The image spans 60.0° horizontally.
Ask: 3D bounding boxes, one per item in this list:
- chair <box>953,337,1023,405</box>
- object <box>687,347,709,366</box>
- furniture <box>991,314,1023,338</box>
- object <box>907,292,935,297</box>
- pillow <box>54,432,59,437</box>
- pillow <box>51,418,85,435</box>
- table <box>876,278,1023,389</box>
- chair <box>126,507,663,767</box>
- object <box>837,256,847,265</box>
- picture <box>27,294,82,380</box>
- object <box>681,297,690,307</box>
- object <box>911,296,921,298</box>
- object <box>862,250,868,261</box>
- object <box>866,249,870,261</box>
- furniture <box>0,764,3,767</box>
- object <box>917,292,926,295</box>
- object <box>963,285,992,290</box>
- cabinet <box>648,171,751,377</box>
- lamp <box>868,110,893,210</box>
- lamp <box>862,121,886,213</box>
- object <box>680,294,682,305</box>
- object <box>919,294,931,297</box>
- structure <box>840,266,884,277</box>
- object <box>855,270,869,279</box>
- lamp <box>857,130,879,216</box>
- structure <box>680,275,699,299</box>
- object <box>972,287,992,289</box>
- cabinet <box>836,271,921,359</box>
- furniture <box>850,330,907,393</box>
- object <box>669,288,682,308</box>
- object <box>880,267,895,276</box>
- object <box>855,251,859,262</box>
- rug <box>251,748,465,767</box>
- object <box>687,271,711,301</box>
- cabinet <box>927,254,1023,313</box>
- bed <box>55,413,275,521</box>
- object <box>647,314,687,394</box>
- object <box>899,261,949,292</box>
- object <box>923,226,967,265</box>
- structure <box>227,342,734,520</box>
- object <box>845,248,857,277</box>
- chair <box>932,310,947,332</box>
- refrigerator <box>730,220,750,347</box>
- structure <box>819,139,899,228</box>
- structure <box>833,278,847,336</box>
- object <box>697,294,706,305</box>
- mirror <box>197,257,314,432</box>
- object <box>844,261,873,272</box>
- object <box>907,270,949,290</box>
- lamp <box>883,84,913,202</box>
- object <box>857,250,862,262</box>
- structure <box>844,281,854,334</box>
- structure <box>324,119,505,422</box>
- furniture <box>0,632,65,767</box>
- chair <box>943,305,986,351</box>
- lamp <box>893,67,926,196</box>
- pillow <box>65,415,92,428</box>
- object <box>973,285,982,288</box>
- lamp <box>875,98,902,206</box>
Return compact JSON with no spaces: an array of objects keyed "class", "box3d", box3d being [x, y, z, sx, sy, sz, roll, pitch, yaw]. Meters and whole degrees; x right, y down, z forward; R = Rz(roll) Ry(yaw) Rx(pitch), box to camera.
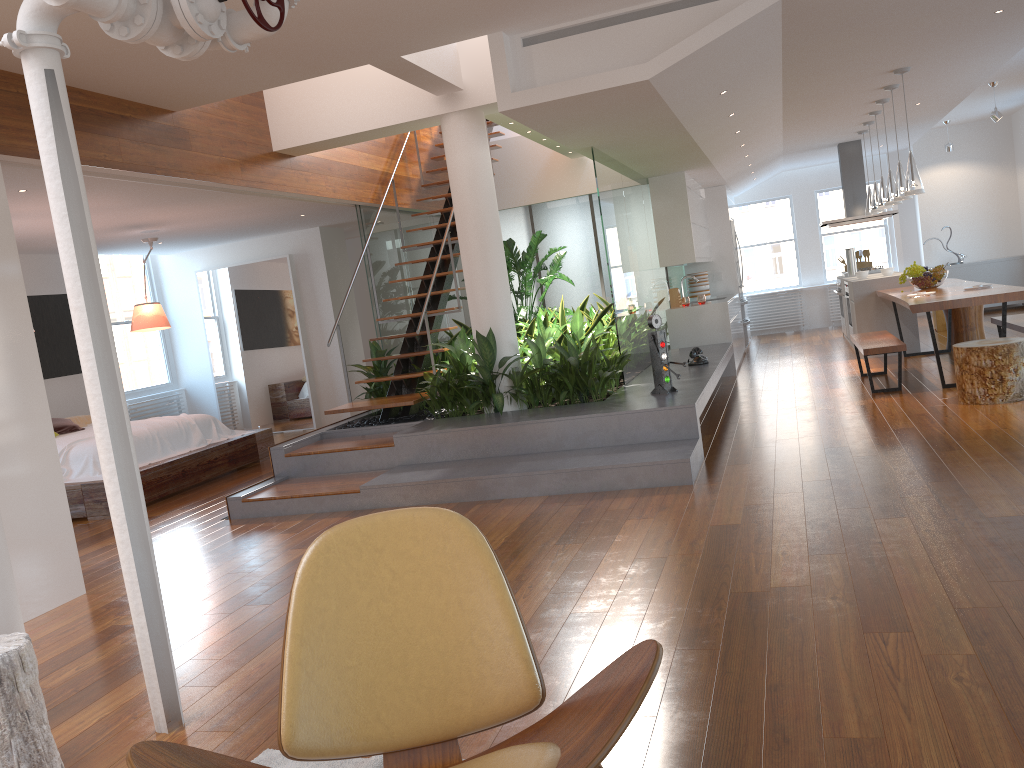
[{"class":"chair","box3d":[3.356,-0.094,6.199,0.460,0.400,0.460,-6,6,28]},{"class":"object","box3d":[1.626,-0.247,7.857,0.216,0.155,0.181,-10,6,-17]},{"class":"furniture","box3d":[4.288,-0.329,7.293,0.316,0.389,1.433,-7,6,18]},{"class":"object","box3d":[3.462,-0.755,7.500,0.222,0.020,0.222,-12,6,-31]},{"class":"pillow","box3d":[-4.252,0.412,8.092,0.805,0.240,1.341,-7,6,14]},{"class":"pillow","box3d":[-4.217,0.382,8.030,0.534,0.185,0.372,-14,7,-43]},{"class":"table","box3d":[4.304,-0.694,9.352,0.893,0.704,5.996,-7,6,18]},{"class":"chair","box3d":[-0.125,0.697,1.695,0.856,0.752,0.867,-6,6,23]},{"class":"object","box3d":[4.542,-1.623,12.070,0.199,0.259,0.016,-6,6,28]},{"class":"picture","box3d":[-4.980,-0.380,8.343,0.001,0.854,2.969,-7,6,18]},{"class":"object","box3d":[1.959,-0.928,10.002,0.094,0.106,0.094,-6,6,23]},{"class":"object","box3d":[3.422,-0.733,7.408,0.164,0.006,0.017,-6,6,23]},{"class":"object","box3d":[4.776,-1.665,11.976,0.068,0.298,0.039,-7,6,18]},{"class":"object","box3d":[4.816,-1.671,11.982,0.057,0.294,0.030,-7,6,18]},{"class":"furniture","box3d":[-1.384,1.037,2.168,0.294,0.333,0.292,-10,6,-12]},{"class":"object","box3d":[3.461,-0.761,7.499,0.070,0.030,0.079,-10,6,-19]},{"class":"object","box3d":[3.847,-0.795,7.326,0.222,0.020,0.222,-8,6,10]},{"class":"cabinet","box3d":[2.635,-1.472,11.850,0.676,2.280,4.565,-7,6,18]},{"class":"lamp","box3d":[3.791,-2.338,9.138,0.160,1.060,0.160,-3,8,45]},{"class":"lamp","box3d":[4.000,-2.435,9.823,0.160,1.060,0.160,-3,8,45]},{"class":"object","box3d":[1.985,-1.012,10.530,0.100,0.170,0.173,-7,6,19]},{"class":"object","box3d":[3.411,-0.732,7.377,0.149,0.014,0.044,-7,6,16]},{"class":"structure","box3d":[4.586,-1.476,11.599,0.520,0.073,0.650,-7,6,18]},{"class":"object","box3d":[3.898,-1.211,9.868,0.152,0.082,0.152,-12,6,-33]},{"class":"lamp","box3d":[4.210,-2.533,10.508,0.160,1.060,0.160,-3,8,45]},{"class":"structure","box3d":[2.215,-1.085,10.973,0.248,0.536,0.115,-7,6,18]},{"class":"object","box3d":[3.829,-0.783,7.221,0.158,0.017,0.019,-7,6,13]},{"class":"cabinet","box3d":[4.384,-0.908,10.771,0.597,0.832,2.936,-7,6,18]},{"class":"furniture","box3d":[3.160,-0.197,7.657,0.316,0.389,1.433,-7,6,18]},{"class":"object","box3d":[1.896,-1.003,10.297,0.104,0.222,0.200,-7,6,18]},{"class":"object","box3d":[4.098,-1.222,9.674,0.152,0.082,0.152,-11,6,-21]},{"class":"object","box3d":[4.688,-1.657,12.022,0.061,0.299,0.040,-7,6,15]},{"class":"rug","box3d":[0.260,1.110,0.340,3.525,0.057,3.478,-6,6,22]},{"class":"object","box3d":[2.416,-1.260,11.472,0.267,0.356,0.266,-3,8,43]},{"class":"cabinet","box3d":[6.732,-1.404,12.779,1.309,0.725,0.420,-7,6,18]},{"class":"bed","box3d":[-3.770,0.696,8.006,2.314,0.595,2.207,-7,6,18]},{"class":"object","box3d":[1.083,-0.212,6.216,0.134,0.565,0.318,-12,7,-36]},{"class":"object","box3d":[3.894,-1.032,8.372,0.394,0.284,0.292,-10,6,-18]},{"class":"object","box3d":[6.262,-1.990,12.794,0.590,0.563,0.210,-10,6,-11]},{"class":"structure","box3d":[0.352,0.190,8.124,3.088,0.386,5.584,-7,6,18]},{"class":"object","box3d":[4.297,-1.538,11.195,0.172,0.356,0.120,-11,6,-24]},{"class":"chair","box3d":[5.499,-0.908,11.158,0.344,0.430,0.549,-6,6,22]},{"class":"refrigerator","box3d":[2.934,-1.366,12.557,0.725,1.772,0.908,-7,6,18]},{"class":"structure","box3d":[4.386,-2.783,11.445,0.909,1.405,0.900,-7,6,18]},{"class":"structure","box3d":[4.605,-1.050,11.641,0.649,0.735,0.890,-7,6,18]},{"class":"object","box3d":[2.117,-0.942,9.902,0.094,0.106,0.094,-6,6,23]},{"class":"mirror","box3d":[-3.110,-0.417,10.719,1.267,2.044,0.049,-7,6,18]},{"class":"object","box3d":[4.696,-1.578,12.021,0.353,0.157,0.084,-7,6,18]},{"class":"object","box3d":[3.923,-0.970,8.357,0.360,0.159,0.360,-10,6,-19]},{"class":"lamp","box3d":[3.371,-2.143,7.767,0.160,1.060,0.160,-3,8,45]},{"class":"object","box3d":[4.715,-1.658,11.993,0.057,0.299,0.019,-7,6,18]},{"class":"structure","box3d":[3.955,-0.875,10.375,0.072,0.648,0.644,-7,6,18]},{"class":"structure","box3d":[0.038,-1.929,8.617,2.552,4.265,4.591,-7,6,18]},{"class":"furniture","box3d":[-1.496,0.972,2.566,0.290,0.418,0.298,-10,6,-19]},{"class":"chair","box3d":[4.660,-0.593,9.122,0.396,0.455,0.402,-8,6,8]},{"class":"lamp","box3d":[3.161,-2.045,7.082,0.160,1.060,0.160,-3,8,45]},{"class":"pillow","box3d":[-4.424,0.475,8.126,0.467,0.212,1.410,-7,6,16]},{"class":"object","box3d":[3.846,-0.801,7.325,0.070,0.030,0.079,-11,6,-29]},{"class":"lamp","box3d":[3.581,-2.240,8.452,0.160,1.060,0.160,-3,8,45]}]
